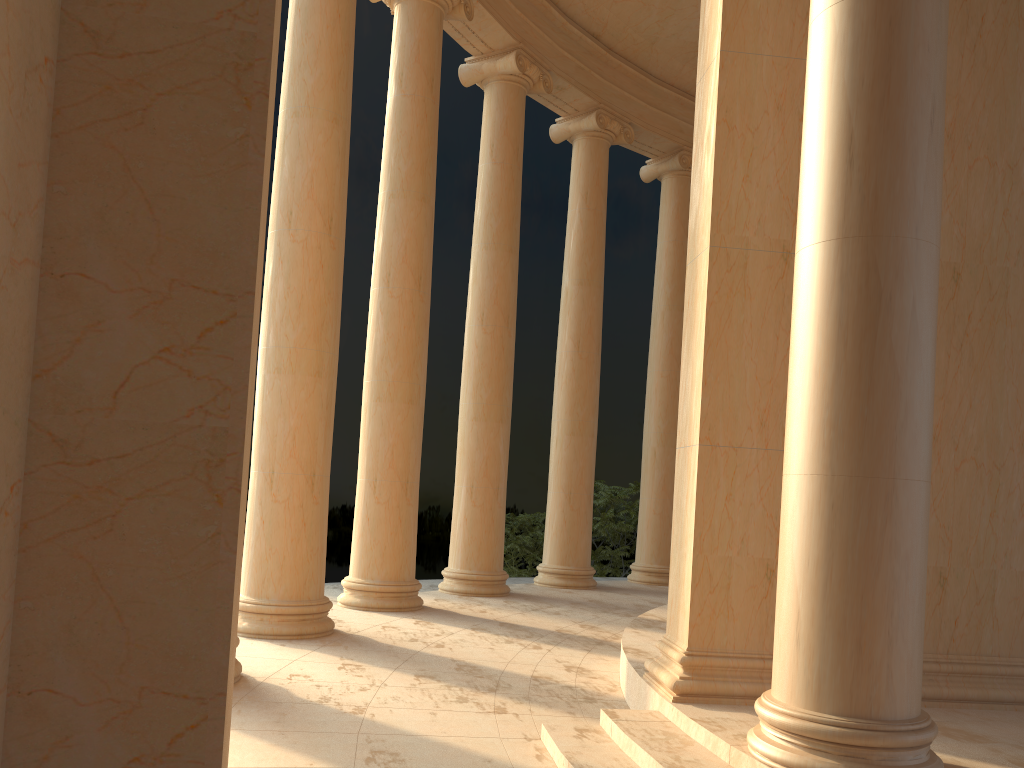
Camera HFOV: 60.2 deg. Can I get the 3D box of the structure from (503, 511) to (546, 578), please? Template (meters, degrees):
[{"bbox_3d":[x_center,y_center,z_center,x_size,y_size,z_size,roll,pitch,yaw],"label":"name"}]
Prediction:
[{"bbox_3d":[3.952,310.713,1513.785,149.130,187.716,156.385,3,-4,7],"label":"structure"}]

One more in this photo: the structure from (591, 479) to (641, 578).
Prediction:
[{"bbox_3d":[191.046,320.170,1604.124,247.220,298.520,238.521,4,-4,-3],"label":"structure"}]
